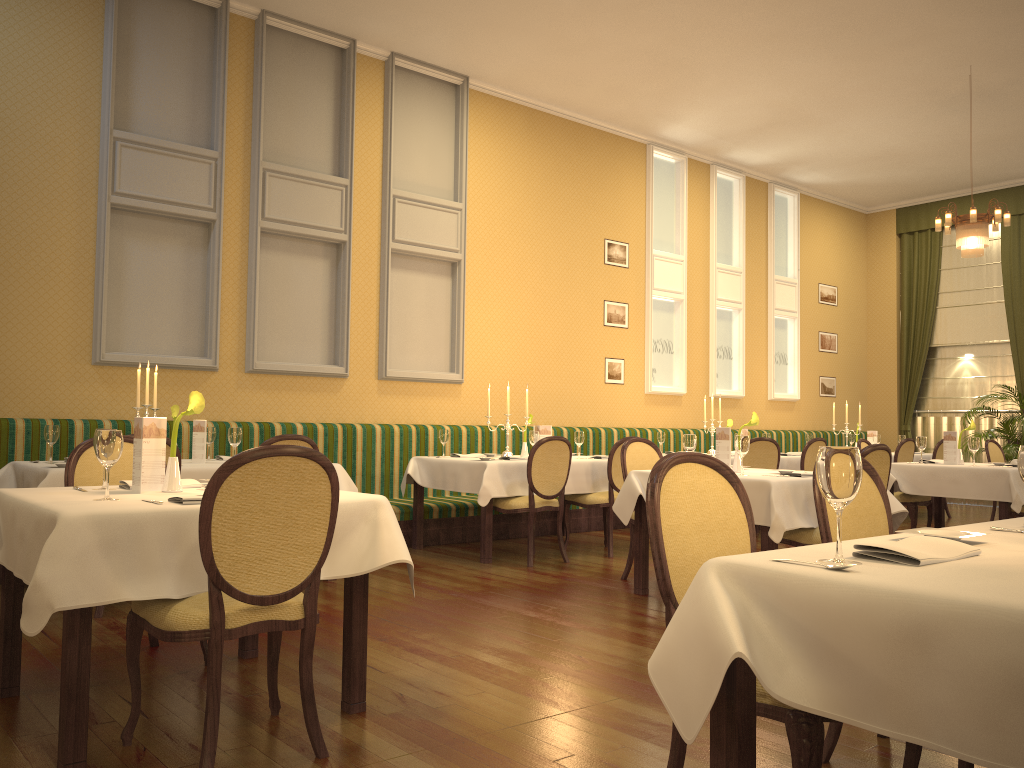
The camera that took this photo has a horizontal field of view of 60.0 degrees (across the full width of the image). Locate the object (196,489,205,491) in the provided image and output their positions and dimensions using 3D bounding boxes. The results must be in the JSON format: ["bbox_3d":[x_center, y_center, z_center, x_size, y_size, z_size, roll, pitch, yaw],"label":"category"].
[{"bbox_3d":[-1.009,0.385,3.130,0.160,0.024,0.160,3,-4,-39],"label":"object"}]

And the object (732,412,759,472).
[{"bbox_3d":[1.435,0.357,5.461,0.163,0.375,0.076,-1,-3,27],"label":"object"}]

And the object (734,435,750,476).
[{"bbox_3d":[1.324,0.411,5.104,0.088,0.229,0.088,0,-3,8],"label":"object"}]

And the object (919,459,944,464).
[{"bbox_3d":[3.618,0.666,7.598,0.273,0.033,0.142,3,-4,-39],"label":"object"}]

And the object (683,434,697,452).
[{"bbox_3d":[1.111,0.429,5.547,0.088,0.229,0.088,0,-3,8],"label":"object"}]

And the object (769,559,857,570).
[{"bbox_3d":[0.576,0.343,1.703,0.038,0.015,0.181,3,-4,-38],"label":"object"}]

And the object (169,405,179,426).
[{"bbox_3d":[-2.181,0.321,5.728,0.076,0.375,0.163,2,-3,-18],"label":"object"}]

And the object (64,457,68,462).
[{"bbox_3d":[-2.632,0.475,5.541,0.273,0.033,0.142,3,-4,-39],"label":"object"}]

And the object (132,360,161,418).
[{"bbox_3d":[-2.303,0.173,5.589,0.131,0.655,0.390,1,-3,6],"label":"object"}]

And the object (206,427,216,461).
[{"bbox_3d":[-2.072,0.408,6.070,0.088,0.229,0.088,0,-3,8],"label":"object"}]

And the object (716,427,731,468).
[{"bbox_3d":[1.295,0.405,5.455,0.081,0.277,0.166,0,-3,7],"label":"object"}]

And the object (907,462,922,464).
[{"bbox_3d":[3.393,0.662,7.416,0.017,0.010,0.185,3,-4,-38],"label":"object"}]

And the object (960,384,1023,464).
[{"bbox_3d":[6.578,0.766,11.363,1.496,1.807,1.552,-1,-3,31],"label":"object"}]

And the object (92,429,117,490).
[{"bbox_3d":[-1.540,0.285,3.359,0.088,0.229,0.088,0,-3,8],"label":"object"}]

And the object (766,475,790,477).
[{"bbox_3d":[1.493,0.520,5.037,0.017,0.010,0.185,3,-4,-39],"label":"object"}]

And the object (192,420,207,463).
[{"bbox_3d":[-1.999,0.368,5.669,0.081,0.277,0.166,2,-3,-18],"label":"object"}]

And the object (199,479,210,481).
[{"bbox_3d":[-1.188,0.408,3.670,0.160,0.024,0.160,3,-4,-39],"label":"object"}]

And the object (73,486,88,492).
[{"bbox_3d":[-1.601,0.390,3.294,0.017,0.010,0.185,3,-4,-38],"label":"object"}]

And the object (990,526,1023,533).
[{"bbox_3d":[1.347,0.386,2.316,0.017,0.010,0.185,3,-4,-38],"label":"object"}]

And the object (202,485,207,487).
[{"bbox_3d":[-1.238,0.407,3.569,0.038,0.015,0.181,3,-4,-38],"label":"object"}]

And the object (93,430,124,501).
[{"bbox_3d":[-1.328,0.267,2.916,0.088,0.229,0.088,0,-3,8],"label":"object"}]

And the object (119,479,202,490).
[{"bbox_3d":[-1.376,0.394,3.476,0.273,0.033,0.142,3,-4,-39],"label":"object"}]

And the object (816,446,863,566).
[{"bbox_3d":[0.649,0.239,1.760,0.088,0.229,0.088,0,-3,8],"label":"object"}]

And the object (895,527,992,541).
[{"bbox_3d":[1.026,0.365,2.110,0.160,0.024,0.160,3,-4,-39],"label":"object"}]

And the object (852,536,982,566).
[{"bbox_3d":[0.848,0.347,1.852,0.273,0.033,0.142,3,-4,-39],"label":"object"}]

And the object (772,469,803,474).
[{"bbox_3d":[1.642,0.529,5.319,0.160,0.024,0.160,3,-4,-39],"label":"object"}]

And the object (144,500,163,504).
[{"bbox_3d":[-1.159,0.375,2.848,0.017,0.010,0.185,3,-4,-39],"label":"object"}]

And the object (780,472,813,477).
[{"bbox_3d":[1.681,0.521,5.106,0.273,0.024,0.142,3,-4,-39],"label":"object"}]

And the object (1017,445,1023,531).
[{"bbox_3d":[1.408,0.280,2.380,0.088,0.229,0.088,0,-3,8],"label":"object"}]

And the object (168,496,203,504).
[{"bbox_3d":[-0.970,0.376,2.918,0.273,0.024,0.142,3,-4,-39],"label":"object"}]

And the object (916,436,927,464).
[{"bbox_3d":[3.454,0.557,7.481,0.088,0.229,0.088,1,-3,2],"label":"object"}]

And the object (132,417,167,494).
[{"bbox_3d":[-1.356,0.261,3.267,0.081,0.277,0.166,0,-3,7],"label":"object"}]

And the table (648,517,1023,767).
[{"bbox_3d":[1.419,0.748,1.917,2.152,0.759,1.385,3,-4,-39],"label":"table"}]

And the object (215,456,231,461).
[{"bbox_3d":[-1.908,0.517,6.187,0.273,0.033,0.142,3,-4,-39],"label":"object"}]

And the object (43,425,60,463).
[{"bbox_3d":[-2.831,0.367,5.450,0.088,0.229,0.088,0,-3,8],"label":"object"}]

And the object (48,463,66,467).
[{"bbox_3d":[-2.474,0.449,4.901,0.160,0.024,0.160,3,-4,-39],"label":"object"}]

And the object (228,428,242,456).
[{"bbox_3d":[-1.738,0.388,5.558,0.088,0.229,0.088,0,-3,8],"label":"object"}]

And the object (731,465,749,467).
[{"bbox_3d":[1.463,0.553,5.858,0.160,0.024,0.160,3,-4,-39],"label":"object"}]

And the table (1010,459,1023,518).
[{"bbox_3d":[5.908,1.159,9.051,1.395,0.759,1.389,3,-4,-38],"label":"table"}]

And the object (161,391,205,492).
[{"bbox_3d":[-1.217,0.212,3.273,0.163,0.375,0.076,-1,-3,27],"label":"object"}]
